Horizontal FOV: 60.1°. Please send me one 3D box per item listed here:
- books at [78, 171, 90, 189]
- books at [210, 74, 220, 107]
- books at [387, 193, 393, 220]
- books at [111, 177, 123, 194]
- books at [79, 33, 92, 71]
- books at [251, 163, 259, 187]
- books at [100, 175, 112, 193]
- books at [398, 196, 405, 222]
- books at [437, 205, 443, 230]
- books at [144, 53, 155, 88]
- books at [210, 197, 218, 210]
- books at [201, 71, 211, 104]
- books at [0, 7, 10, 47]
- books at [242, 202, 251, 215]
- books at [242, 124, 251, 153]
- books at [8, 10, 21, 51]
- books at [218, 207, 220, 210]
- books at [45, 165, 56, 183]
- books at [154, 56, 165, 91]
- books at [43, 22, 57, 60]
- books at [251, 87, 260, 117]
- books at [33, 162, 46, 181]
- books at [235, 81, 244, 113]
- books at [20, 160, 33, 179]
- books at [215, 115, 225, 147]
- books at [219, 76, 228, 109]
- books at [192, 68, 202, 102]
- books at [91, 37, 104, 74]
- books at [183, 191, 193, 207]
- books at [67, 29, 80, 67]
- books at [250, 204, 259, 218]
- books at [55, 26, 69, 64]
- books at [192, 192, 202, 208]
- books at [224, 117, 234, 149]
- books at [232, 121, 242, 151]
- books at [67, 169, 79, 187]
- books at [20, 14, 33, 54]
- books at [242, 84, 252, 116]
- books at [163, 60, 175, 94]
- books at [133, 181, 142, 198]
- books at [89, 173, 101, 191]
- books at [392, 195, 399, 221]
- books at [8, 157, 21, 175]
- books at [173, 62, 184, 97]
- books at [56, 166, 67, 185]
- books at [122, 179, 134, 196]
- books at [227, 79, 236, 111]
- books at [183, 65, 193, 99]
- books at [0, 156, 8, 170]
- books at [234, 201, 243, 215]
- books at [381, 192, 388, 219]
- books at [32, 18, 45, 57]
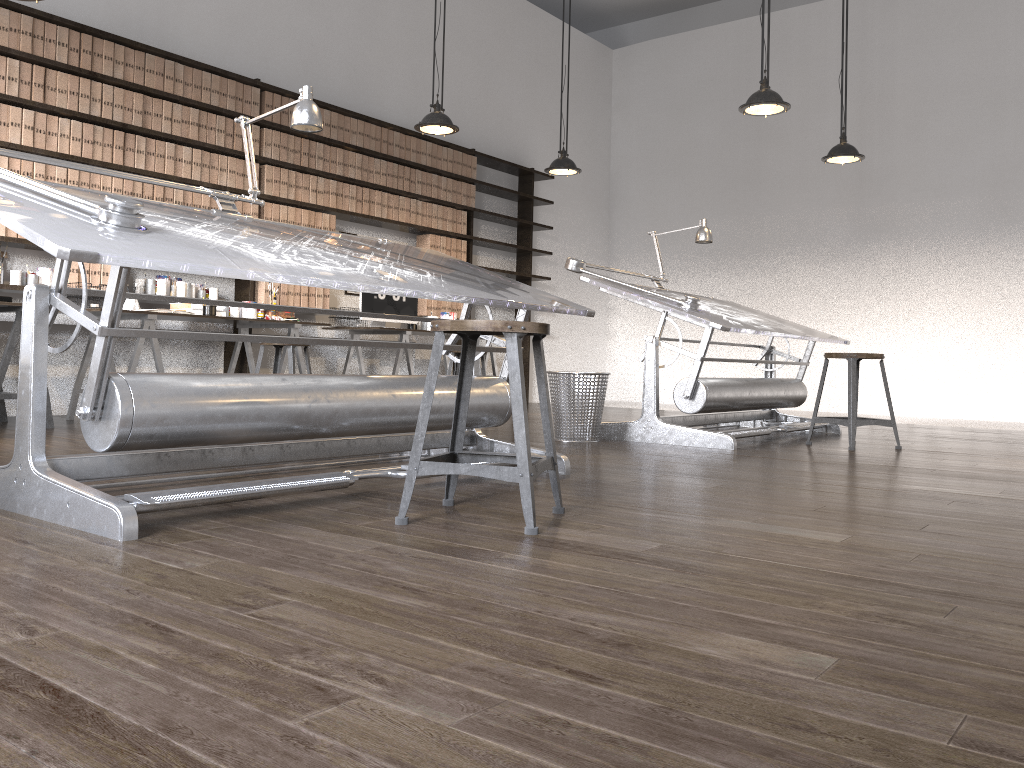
[{"bbox_3d":[-2.718,-1.231,5.540,0.174,0.226,0.066,1,-1,37],"label":"books"},{"bbox_3d":[-2.151,-2.063,6.274,0.174,0.226,0.066,1,-1,37],"label":"books"},{"bbox_3d":[-1.112,-1.520,7.637,0.174,0.226,0.066,1,-1,37],"label":"books"},{"bbox_3d":[-2.585,-1.231,5.705,0.174,0.226,0.066,1,-1,37],"label":"books"},{"bbox_3d":[-2.707,-2.061,5.545,0.174,0.226,0.067,1,-1,37],"label":"books"},{"bbox_3d":[-1.950,-1.511,6.541,0.174,0.226,0.066,1,-1,37],"label":"books"},{"bbox_3d":[-2.632,-1.231,5.650,0.174,0.226,0.066,1,-1,37],"label":"books"},{"bbox_3d":[-1.022,-1.521,7.750,0.174,0.226,0.066,1,-1,37],"label":"books"},{"bbox_3d":[-0.723,-1.521,8.138,0.174,0.226,0.066,1,-1,37],"label":"books"},{"bbox_3d":[-2.450,-2.062,5.886,0.174,0.226,0.066,1,-1,37],"label":"books"},{"bbox_3d":[-2.159,-1.233,6.269,0.174,0.226,0.066,1,-1,37],"label":"books"},{"bbox_3d":[-2.193,-2.063,6.215,0.174,0.226,0.067,1,-1,37],"label":"books"},{"bbox_3d":[-3.003,-2.060,5.162,0.174,0.226,0.066,1,-1,37],"label":"books"},{"bbox_3d":[-1.997,-1.234,6.484,0.174,0.226,0.066,1,-1,37],"label":"books"},{"bbox_3d":[-1.994,-1.786,6.485,0.174,0.226,0.066,1,-1,37],"label":"books"},{"bbox_3d":[-2.966,-2.060,5.213,0.174,0.226,0.066,1,-1,37],"label":"books"},{"bbox_3d":[-2.119,-1.233,6.318,0.174,0.226,0.066,1,-1,37],"label":"books"},{"bbox_3d":[-2.843,-1.231,5.377,0.174,0.226,0.066,1,-1,37],"label":"books"},{"bbox_3d":[-2.408,-2.062,5.933,0.174,0.226,0.067,1,-1,37],"label":"books"},{"bbox_3d":[-2.843,-2.060,5.377,0.174,0.226,0.066,1,-1,37],"label":"books"},{"bbox_3d":[-1.944,-2.064,6.542,0.174,0.226,0.066,1,-1,37],"label":"books"},{"bbox_3d":[-2.880,-1.230,5.321,0.174,0.226,0.067,1,-1,37],"label":"books"},{"bbox_3d":[-2.033,-2.063,6.432,0.174,0.226,0.066,1,-1,37],"label":"books"},{"bbox_3d":[-2.925,-1.230,5.271,0.174,0.226,0.066,1,-1,37],"label":"books"},{"bbox_3d":[-2.124,-1.785,6.307,0.174,0.226,0.066,1,-1,37],"label":"books"},{"bbox_3d":[-2.114,-2.063,6.325,0.174,0.226,0.066,1,-1,37],"label":"books"},{"bbox_3d":[-2.239,-2.063,6.162,0.174,0.226,0.066,1,-1,37],"label":"books"},{"bbox_3d":[-2.666,-2.061,5.608,0.174,0.226,0.066,1,-1,37],"label":"books"},{"bbox_3d":[-2.284,-1.232,6.107,0.174,0.226,0.066,1,-1,37],"label":"books"},{"bbox_3d":[-2.757,-2.061,5.489,0.174,0.226,0.066,1,-1,37],"label":"books"},{"bbox_3d":[-1.952,-1.233,6.532,0.174,0.226,0.067,1,-1,37],"label":"books"},{"bbox_3d":[-2.796,-2.060,5.430,0.174,0.226,0.066,1,-1,37],"label":"books"},{"bbox_3d":[-2.241,-1.233,6.164,0.174,0.226,0.066,1,-1,37],"label":"books"},{"bbox_3d":[-2.085,-1.786,6.367,0.174,0.226,0.066,1,-1,37],"label":"books"},{"bbox_3d":[-2.035,-1.786,6.423,0.174,0.226,0.067,1,-1,37],"label":"books"},{"bbox_3d":[-2.758,-1.231,5.482,0.174,0.226,0.067,1,-1,37],"label":"books"},{"bbox_3d":[-2.922,-2.060,5.263,0.174,0.226,0.067,1,-1,37],"label":"books"},{"bbox_3d":[-1.990,-2.064,6.488,0.174,0.226,0.066,1,-1,37],"label":"books"},{"bbox_3d":[-2.364,-2.062,5.990,0.174,0.226,0.066,1,-1,37],"label":"books"},{"bbox_3d":[-2.506,-1.232,5.815,0.174,0.226,0.066,1,-1,37],"label":"books"},{"bbox_3d":[-2.677,-1.231,5.597,0.174,0.226,0.066,1,-1,37],"label":"books"},{"bbox_3d":[-1.068,-1.520,7.692,0.174,0.226,0.066,1,-1,37],"label":"books"},{"bbox_3d":[-2.969,-1.230,5.215,0.174,0.226,0.066,1,-1,37],"label":"books"},{"bbox_3d":[-2.323,-2.062,6.050,0.174,0.226,0.066,1,-1,37],"label":"books"},{"bbox_3d":[-2.803,-1.230,5.426,0.174,0.226,0.066,1,-1,37],"label":"books"},{"bbox_3d":[-2.541,-1.231,5.762,0.174,0.226,0.067,1,-1,37],"label":"books"},{"bbox_3d":[-2.070,-2.063,6.375,0.174,0.226,0.067,1,-1,37],"label":"books"},{"bbox_3d":[-2.283,-2.063,6.108,0.174,0.226,0.066,1,-1,37],"label":"books"},{"bbox_3d":[-3.008,-1.230,5.156,0.174,0.226,0.066,1,-1,37],"label":"books"},{"bbox_3d":[-2.038,-1.233,6.428,0.174,0.226,0.066,1,-1,37],"label":"books"},{"bbox_3d":[-1.151,-1.520,7.580,0.174,0.226,0.066,1,-1,37],"label":"books"},{"bbox_3d":[-2.886,-2.060,5.320,0.174,0.226,0.066,1,-1,37],"label":"books"}]
